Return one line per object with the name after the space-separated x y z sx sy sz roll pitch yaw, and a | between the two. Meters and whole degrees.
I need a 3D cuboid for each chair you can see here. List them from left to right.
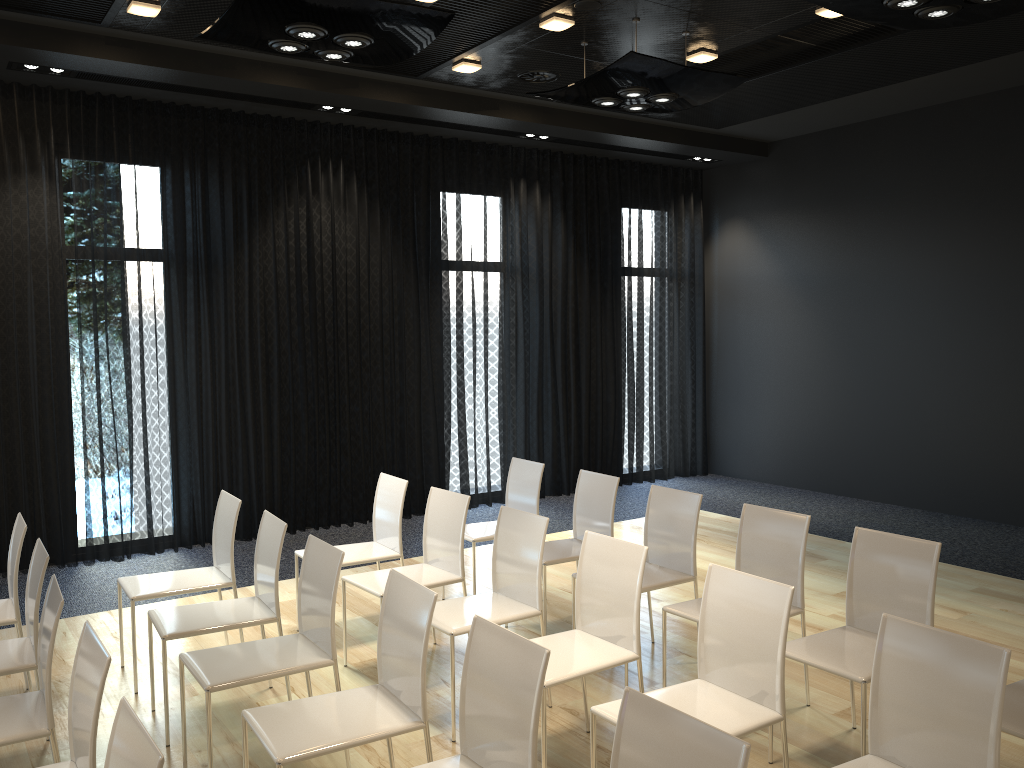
-2.481 1.070 3.988 0.548 0.872 0.420 -3 4 -33 | chair
-2.097 1.099 3.443 0.548 0.872 0.420 -3 4 -33 | chair
-1.753 1.129 2.884 0.548 0.872 0.420 -3 4 -31 | chair
-1.373 1.156 2.362 0.548 0.872 0.420 -3 4 -34 | chair
-1.016 1.186 1.803 0.548 0.872 0.420 -3 4 -35 | chair
-1.687 1.027 4.526 0.548 0.872 0.420 -3 4 -32 | chair
-1.312 1.056 3.976 0.548 0.872 0.420 -3 4 -30 | chair
-0.962 1.084 3.444 0.548 0.872 0.420 -3 4 -33 | chair
-0.557 1.112 2.904 0.548 0.872 0.420 -3 4 -31 | chair
-0.904 0.984 5.045 0.548 0.872 0.420 -3 4 -32 | chair
-0.529 1.011 4.531 0.548 0.872 0.420 -3 4 -37 | chair
-0.217 1.141 2.369 0.548 0.872 0.420 -3 4 -35 | chair
-0.151 1.040 3.994 0.548 0.872 0.420 -3 4 -36 | chair
-0.113 0.940 5.606 0.548 0.872 0.420 -3 4 -32 | chair
0.292 0.968 5.064 0.548 0.872 0.420 -3 4 -32 | chair
0.209 1.069 3.448 0.548 0.872 0.420 -3 4 -36 | chair
0.167 1.169 1.823 0.548 0.872 0.420 -3 4 -35 | chair
0.645 0.998 4.511 0.548 0.872 0.420 -3 4 -34 | chair
0.599 1.097 2.911 0.548 0.872 0.420 -3 4 -34 | chair
1.014 1.026 3.970 0.548 0.872 0.420 -3 4 -36 | chair
1.343 1.054 3.452 0.548 0.872 0.420 -3 4 -36 | chair
0.978 1.127 2.337 0.548 0.872 0.420 -3 4 -33 | chair
1.766 1.083 2.884 0.548 0.872 0.420 -3 4 -33 | chair

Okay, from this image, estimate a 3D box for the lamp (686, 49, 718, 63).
1.361 -2.345 6.354 0.159 0.049 0.159 -3 4 -34 | lamp

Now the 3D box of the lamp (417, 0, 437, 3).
-0.493 -2.243 5.094 0.159 0.049 0.159 -3 4 -34 | lamp

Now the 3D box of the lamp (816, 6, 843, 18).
1.981 -2.297 5.444 0.159 0.049 0.159 -3 4 -34 | lamp

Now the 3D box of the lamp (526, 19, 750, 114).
0.831 -2.128 6.007 1.097 0.436 1.097 -3 4 -34 | lamp

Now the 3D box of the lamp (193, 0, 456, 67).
-1.029 -2.027 4.745 1.097 0.436 1.097 -3 4 -34 | lamp

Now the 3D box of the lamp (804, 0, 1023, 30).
2.069 -2.032 4.190 1.097 0.436 1.097 -3 4 -34 | lamp

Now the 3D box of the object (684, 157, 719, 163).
2.060 -2.436 9.589 0.389 0.028 0.166 -3 4 -34 | object

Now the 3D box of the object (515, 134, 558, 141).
0.238 -2.336 8.353 0.389 0.028 0.166 -3 4 -34 | object

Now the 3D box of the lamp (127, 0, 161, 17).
-2.189 -2.233 5.273 0.159 0.049 0.159 -3 4 -34 | lamp

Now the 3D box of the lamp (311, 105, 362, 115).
-1.426 -2.245 7.224 0.389 0.028 0.166 -3 4 -34 | lamp

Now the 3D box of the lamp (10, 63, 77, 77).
-3.182 -2.149 6.033 0.389 0.028 0.166 -3 4 -34 | lamp

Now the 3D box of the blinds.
-5.329 -0.277 5.015 18.163 3.464 0.261 -3 4 -34 | blinds

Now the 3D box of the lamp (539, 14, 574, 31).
0.284 -2.286 5.624 0.159 0.049 0.159 -3 4 -34 | lamp

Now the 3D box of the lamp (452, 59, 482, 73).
-0.334 -2.334 6.530 0.159 0.049 0.159 -3 4 -34 | lamp
